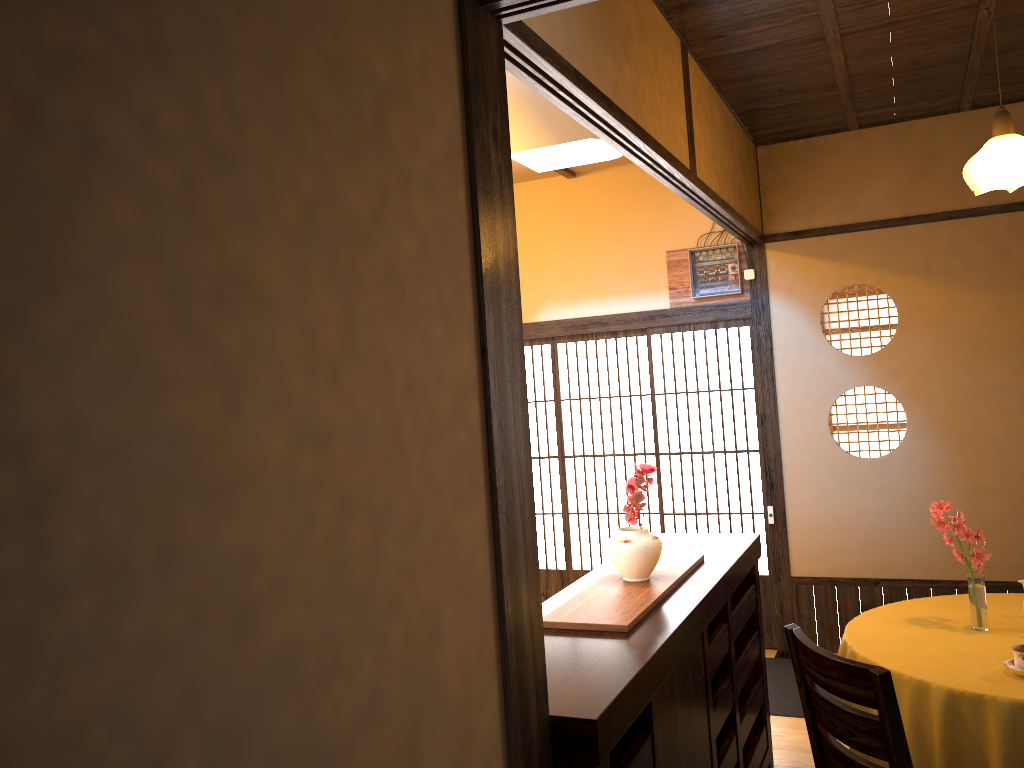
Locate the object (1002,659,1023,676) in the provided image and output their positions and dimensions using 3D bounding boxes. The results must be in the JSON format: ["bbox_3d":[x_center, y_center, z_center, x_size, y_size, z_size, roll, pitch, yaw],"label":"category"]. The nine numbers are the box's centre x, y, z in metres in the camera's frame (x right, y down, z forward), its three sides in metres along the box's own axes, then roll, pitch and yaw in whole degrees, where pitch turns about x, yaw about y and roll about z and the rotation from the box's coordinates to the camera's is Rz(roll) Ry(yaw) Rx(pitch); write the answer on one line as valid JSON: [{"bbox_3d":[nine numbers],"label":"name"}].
[{"bbox_3d":[1.568,0.865,2.685,0.144,0.024,0.144,-4,-1,-16],"label":"object"}]

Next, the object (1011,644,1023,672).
[{"bbox_3d":[1.569,0.832,2.683,0.090,0.076,0.099,-3,-1,-41],"label":"object"}]

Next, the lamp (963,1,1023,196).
[{"bbox_3d":[1.697,-1.082,3.093,0.277,0.811,0.249,-2,-3,-44],"label":"lamp"}]

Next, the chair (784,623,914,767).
[{"bbox_3d":[1.079,1.123,2.267,0.578,0.961,0.490,-4,-2,-11],"label":"chair"}]

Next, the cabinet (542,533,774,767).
[{"bbox_3d":[0.430,1.165,2.891,0.489,0.972,2.186,-5,-1,24],"label":"cabinet"}]

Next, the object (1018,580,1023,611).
[{"bbox_3d":[1.847,0.735,3.044,0.163,0.253,0.154,-5,-2,37],"label":"object"}]

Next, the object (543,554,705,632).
[{"bbox_3d":[0.400,0.670,2.941,0.267,0.020,0.997,-4,-1,24],"label":"object"}]

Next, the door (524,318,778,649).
[{"bbox_3d":[0.343,0.679,5.934,2.646,2.002,0.066,-4,-2,24],"label":"door"}]

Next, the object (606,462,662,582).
[{"bbox_3d":[0.445,0.469,3.066,0.189,0.378,0.321,-5,-2,33],"label":"object"}]

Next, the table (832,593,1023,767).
[{"bbox_3d":[1.844,1.209,2.989,1.443,0.696,1.443,-4,-1,24],"label":"table"}]

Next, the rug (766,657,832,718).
[{"bbox_3d":[2.076,1.552,4.423,2.952,0.005,0.901,-4,-1,24],"label":"rug"}]
